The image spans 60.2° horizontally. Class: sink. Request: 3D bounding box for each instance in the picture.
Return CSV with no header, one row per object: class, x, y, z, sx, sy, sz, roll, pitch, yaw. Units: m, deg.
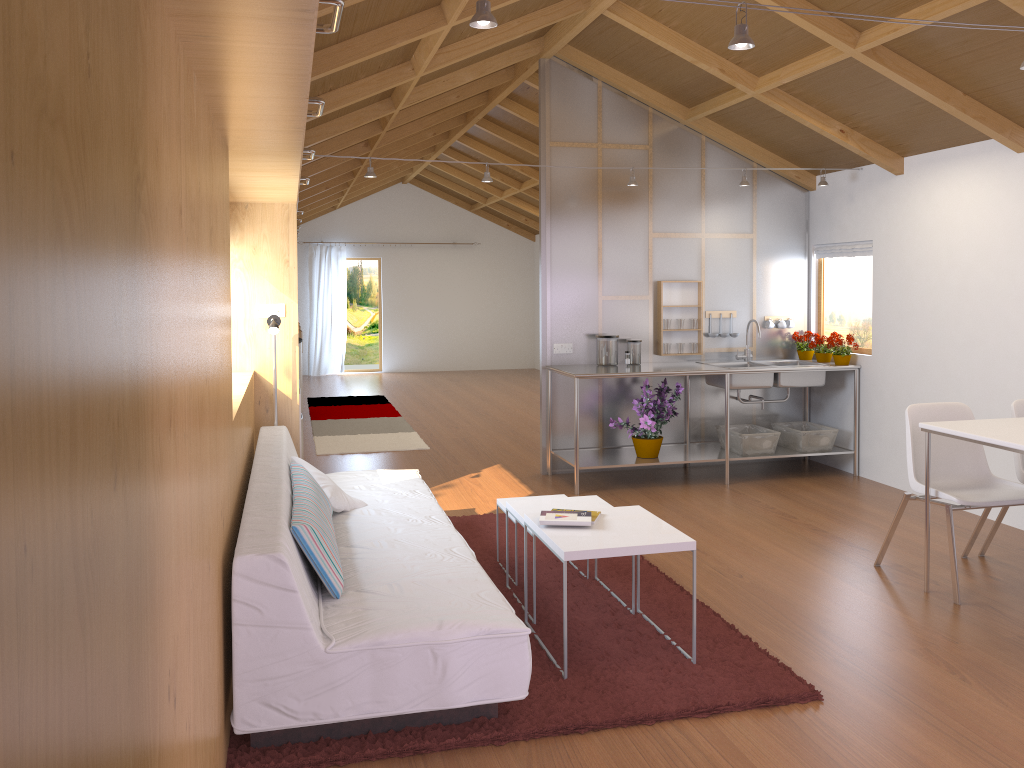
sink,1.789,-0.144,6.379,0.810,0.638,0.565,-1,4,-14

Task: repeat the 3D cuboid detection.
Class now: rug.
rug,-0.217,0.924,3.850,1.886,0.020,2.491,-2,7,-14
rug,-1.580,0.359,9.020,0.917,0.011,3.738,-2,7,-14

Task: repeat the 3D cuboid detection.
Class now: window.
window,-2.465,-1.071,13.755,0.875,1.781,0.026,-1,2,-14
window,2.446,-0.629,6.426,0.026,0.792,0.727,-1,4,-14

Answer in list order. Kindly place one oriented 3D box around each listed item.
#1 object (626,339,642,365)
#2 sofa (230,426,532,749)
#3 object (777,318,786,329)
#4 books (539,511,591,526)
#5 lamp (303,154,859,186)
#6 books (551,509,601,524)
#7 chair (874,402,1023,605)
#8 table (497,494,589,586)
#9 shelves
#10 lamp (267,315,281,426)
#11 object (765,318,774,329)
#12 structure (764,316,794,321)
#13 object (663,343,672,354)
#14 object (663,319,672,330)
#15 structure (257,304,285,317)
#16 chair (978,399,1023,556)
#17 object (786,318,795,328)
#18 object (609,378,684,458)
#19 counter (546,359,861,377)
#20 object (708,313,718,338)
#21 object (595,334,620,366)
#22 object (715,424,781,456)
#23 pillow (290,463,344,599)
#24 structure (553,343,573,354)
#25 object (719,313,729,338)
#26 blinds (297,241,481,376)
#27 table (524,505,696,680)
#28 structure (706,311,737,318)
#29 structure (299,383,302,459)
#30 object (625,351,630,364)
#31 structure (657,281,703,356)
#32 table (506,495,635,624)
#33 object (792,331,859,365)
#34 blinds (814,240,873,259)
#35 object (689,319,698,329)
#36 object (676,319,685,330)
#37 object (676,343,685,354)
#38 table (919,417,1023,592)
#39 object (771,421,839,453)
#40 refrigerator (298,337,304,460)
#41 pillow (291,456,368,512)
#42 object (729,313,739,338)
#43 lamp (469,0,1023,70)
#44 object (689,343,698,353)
object,0.876,-0.229,6.347,0.113,0.176,0.113,0,3,7
sofa,-0.633,0.639,3.623,0.863,0.626,2.365,-1,6,-14
object,2.045,-0.459,6.705,0.059,0.081,0.063,-1,4,-7
books,0.203,0.506,3.342,0.193,0.016,0.153,0,6,5
lamp,0.584,-1.360,5.693,3.829,0.152,0.073,-2,3,-14
books,0.237,0.513,3.422,0.193,0.016,0.153,1,7,15
chair,2.053,0.500,4.027,0.531,0.783,0.549,-1,3,-14
table,0.137,0.721,4.137,0.342,0.307,0.371,-1,5,-14
shelves,1.344,0.273,6.253,2.093,0.751,0.635,-2,4,-14
lamp,-1.232,0.232,4.663,0.183,1.193,0.255,-2,3,-38
object,1.953,-0.458,6.687,0.059,0.080,0.062,-1,4,-14
structure,2.041,-0.499,6.714,0.251,0.032,0.041,-2,5,-14
object,1.136,-0.258,6.466,0.061,0.077,0.061,0,4,-2
object,1.135,-0.435,6.460,0.061,0.077,0.061,0,4,-2
structure,-1.298,-0.395,4.765,0.142,0.071,0.011,-2,2,-14
chair,2.630,0.481,4.172,0.531,0.783,0.549,-1,3,-14
object,2.120,-0.463,6.729,0.059,0.080,0.062,-1,4,-14
object,0.946,0.227,6.033,0.525,0.551,0.352,-2,4,-23
counter,1.342,-0.120,6.240,2.110,0.021,0.653,-2,7,-14
object,1.491,-0.431,6.549,0.074,0.182,0.075,0,3,18
object,0.677,-0.241,6.276,0.172,0.215,0.172,0,4,-1
object,1.665,0.396,6.266,0.299,0.158,0.416,-2,6,-14
pillow,-0.740,0.512,3.303,0.171,0.250,1.046,-1,6,-14
structure,0.365,-0.253,6.315,0.142,0.071,0.011,-2,2,-14
object,1.575,-0.434,6.570,0.074,0.182,0.075,0,3,18
blinds,-1.884,-1.188,13.728,2.848,2.031,0.233,-2,2,-15
table,0.348,0.748,3.299,0.485,0.437,0.527,-1,5,-14
structure,1.565,-0.520,6.606,0.251,0.051,0.016,-2,3,-14
structure,-1.281,0.372,5.332,0.013,0.719,0.823,-1,4,-14
object,0.815,-0.186,6.233,0.037,0.092,0.037,0,2,1
structure,1.234,-0.484,6.492,0.328,0.543,0.077,-1,2,-14
table,0.235,0.727,3.747,0.424,0.382,0.460,-1,5,-14
object,2.271,-0.270,6.453,0.233,0.234,0.691,-1,6,-13
blinds,2.404,-0.971,6.405,0.047,0.110,0.728,-1,6,-14
object,1.337,-0.442,6.511,0.061,0.077,0.061,-3,5,-40
object,1.236,-0.438,6.486,0.061,0.077,0.061,-3,5,-40
object,1.237,-0.262,6.492,0.061,0.077,0.061,-3,5,-40
table,2.478,0.567,3.601,1.209,0.740,0.903,-2,5,-14
object,2.106,0.382,6.377,0.299,0.158,0.416,-2,6,-14
refrigerator,-1.581,0.185,6.130,0.262,0.984,0.716,-1,3,-14
pillow,-0.818,0.441,3.927,0.346,0.251,0.268,4,6,40
object,1.658,-0.437,6.591,0.074,0.182,0.075,0,3,18
lamp,1.366,-1.020,2.600,3.829,0.152,0.073,-2,3,-14
object,1.338,-0.265,6.517,0.061,0.077,0.061,-3,5,-40
